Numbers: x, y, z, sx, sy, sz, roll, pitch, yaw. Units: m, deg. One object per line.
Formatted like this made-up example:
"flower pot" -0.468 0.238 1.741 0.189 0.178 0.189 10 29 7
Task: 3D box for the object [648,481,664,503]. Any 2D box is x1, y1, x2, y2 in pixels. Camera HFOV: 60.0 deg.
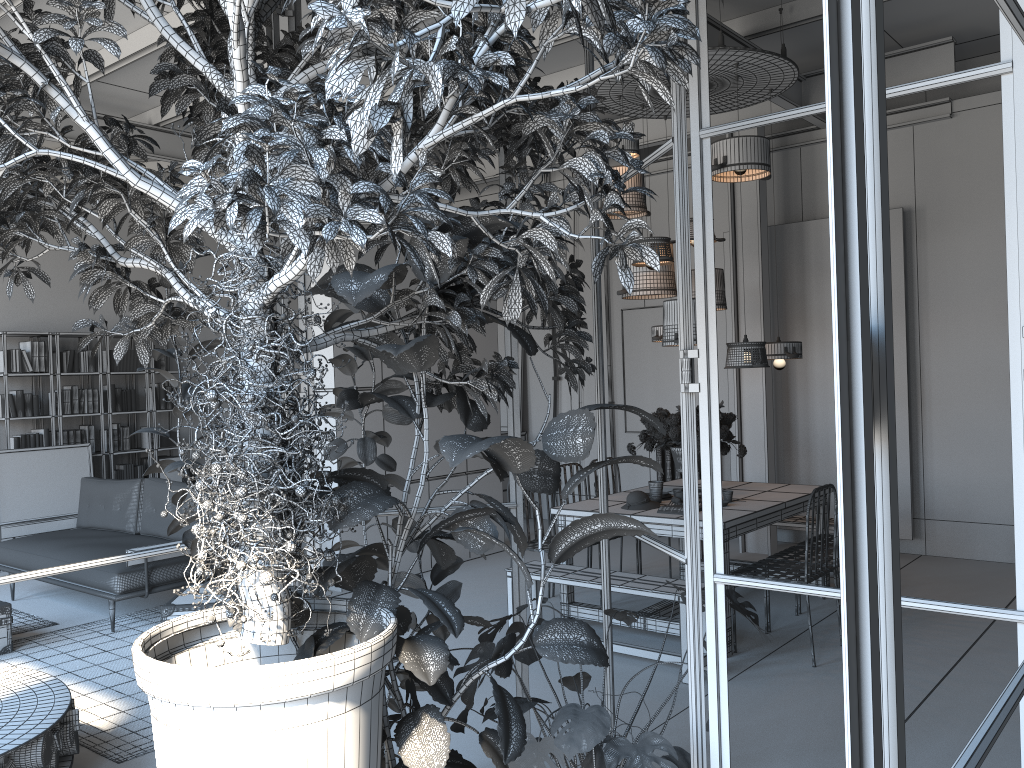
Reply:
"object" 0.958 0.721 5.893 0.102 0.146 0.102 -2 0 4

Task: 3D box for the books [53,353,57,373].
"books" -4.716 -0.209 9.076 0.154 0.213 0.043 -2 1 39

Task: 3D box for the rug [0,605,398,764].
"rug" -2.108 1.691 5.491 2.524 0.007 1.961 -2 1 39

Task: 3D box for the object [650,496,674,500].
"object" 0.993 0.784 6.096 0.236 0.015 0.236 -2 0 12

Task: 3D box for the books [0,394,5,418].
"books" -5.019 0.222 8.726 0.178 0.242 0.057 -2 1 39

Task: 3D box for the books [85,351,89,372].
"books" -4.511 -0.229 9.329 0.180 0.238 0.027 -2 1 39

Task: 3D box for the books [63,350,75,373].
"books" -4.602 -0.229 9.188 0.178 0.244 0.077 -2 1 38

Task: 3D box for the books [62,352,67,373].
"books" -4.653 -0.216 9.154 0.161 0.222 0.039 -2 1 39

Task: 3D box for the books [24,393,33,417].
"books" -4.883 0.216 8.894 0.178 0.242 0.083 -2 1 39

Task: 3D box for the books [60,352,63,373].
"books" -4.671 -0.216 9.131 0.168 0.224 0.019 -2 1 39

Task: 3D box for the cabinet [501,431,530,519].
"cabinet" -0.324 1.084 10.394 0.796 1.026 0.668 -2 1 39

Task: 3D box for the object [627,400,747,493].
"object" 1.243 0.451 6.422 0.782 0.654 0.697 -2 1 41

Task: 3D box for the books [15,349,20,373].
"books" -4.891 -0.223 8.708 0.179 0.231 0.032 -2 1 39

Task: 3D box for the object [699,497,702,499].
"object" 1.292 0.775 6.063 0.182 0.014 0.185 -2 0 23

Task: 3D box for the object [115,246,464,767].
"object" -0.549 0.577 2.924 1.253 2.183 1.309 -2 1 -40

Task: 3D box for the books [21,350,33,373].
"books" -4.834 -0.222 8.777 0.184 0.229 0.107 -2 1 39

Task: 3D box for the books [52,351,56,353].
"books" -4.700 -0.221 9.113 0.173 0.231 0.029 -2 1 39

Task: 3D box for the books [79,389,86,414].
"books" -4.541 0.186 9.276 0.193 0.267 0.084 -2 1 40

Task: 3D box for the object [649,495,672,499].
"object" 0.992 0.778 6.106 0.211 0.024 0.211 -2 0 -32

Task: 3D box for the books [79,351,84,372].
"books" -4.545 -0.223 9.287 0.196 0.229 0.035 -2 1 39

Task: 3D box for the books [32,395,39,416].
"books" -4.833 0.224 8.950 0.164 0.223 0.052 -2 1 39

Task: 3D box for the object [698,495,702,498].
"object" 1.249 0.775 6.136 0.182 0.016 0.179 -2 1 44

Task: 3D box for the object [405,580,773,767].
"object" 0.235 1.143 2.663 0.920 1.001 1.125 -2 0 36

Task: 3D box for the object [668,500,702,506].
"object" 1.146 0.782 5.827 0.213 0.012 0.335 -2 0 16

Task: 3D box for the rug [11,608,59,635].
"rug" -4.833 1.774 6.379 2.524 0.007 1.961 -2 1 39

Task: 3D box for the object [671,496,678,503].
"object" 1.066 0.758 5.799 0.051 0.045 0.045 -2 0 17

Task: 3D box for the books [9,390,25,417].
"books" -4.921 0.199 8.818 0.204 0.278 0.065 -2 1 39

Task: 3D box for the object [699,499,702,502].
"object" 1.199 0.762 5.726 0.021 0.026 0.173 -2 0 23

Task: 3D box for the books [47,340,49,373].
"books" -4.759 -0.274 9.001 0.303 0.326 0.033 -2 1 39

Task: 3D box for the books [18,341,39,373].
"books" -4.851 -0.269 8.895 0.319 0.318 0.068 -2 1 39

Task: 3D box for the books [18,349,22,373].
"books" -4.874 -0.226 8.729 0.186 0.236 0.022 -2 1 39

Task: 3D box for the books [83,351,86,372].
"books" -4.527 -0.226 9.310 0.187 0.232 0.023 -2 1 39

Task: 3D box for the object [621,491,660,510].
"object" 0.824 0.791 5.721 0.260 0.211 0.236 -2 0 -33

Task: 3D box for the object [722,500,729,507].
"object" 1.320 0.768 5.675 0.133 0.029 0.133 -2 0 -3

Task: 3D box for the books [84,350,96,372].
"books" -4.477 -0.236 9.373 0.178 0.242 0.083 -2 1 39

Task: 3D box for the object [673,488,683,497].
"object" 1.110 0.738 5.920 0.071 0.076 0.071 -2 0 36

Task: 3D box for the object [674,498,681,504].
"object" 1.076 0.758 5.750 0.044 0.043 0.043 -2 0 11

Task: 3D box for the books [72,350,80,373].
"books" -4.576 -0.231 9.251 0.178 0.242 0.057 -2 1 39

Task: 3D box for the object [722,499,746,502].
"object" 1.465 0.771 5.872 0.174 0.014 0.021 -2 0 34

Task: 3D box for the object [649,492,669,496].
"object" 1.013 0.766 6.119 0.135 0.029 0.135 -2 0 32

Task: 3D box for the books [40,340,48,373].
"books" -4.772 -0.274 8.967 0.272 0.326 0.027 -2 1 39

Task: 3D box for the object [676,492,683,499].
"object" 1.113 0.745 5.847 0.065 0.064 0.065 -2 0 24

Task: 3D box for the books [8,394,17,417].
"books" -4.962 0.221 8.765 0.178 0.244 0.077 -2 1 40

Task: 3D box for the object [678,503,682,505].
"object" 1.174 0.769 5.764 0.249 0.015 0.024 -2 0 -31

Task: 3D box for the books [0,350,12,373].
"books" -4.945 -0.219 8.655 0.164 0.223 0.052 -2 1 39

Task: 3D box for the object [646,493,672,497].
"object" 0.991 0.772 6.106 0.211 0.024 0.211 -2 0 -8

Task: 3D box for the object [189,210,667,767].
"object" -0.184 0.560 2.379 1.270 2.157 0.868 -2 0 -20

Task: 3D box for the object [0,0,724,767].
"object" -0.651 -0.404 2.257 2.486 4.154 2.243 -2 0 11

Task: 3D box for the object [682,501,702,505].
"object" 1.180 0.766 5.740 0.249 0.017 0.024 -2 1 -41

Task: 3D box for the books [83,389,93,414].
"books" -4.479 0.182 9.319 0.193 0.265 0.062 -2 1 39

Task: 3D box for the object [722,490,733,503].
"object" 1.418 0.741 5.822 0.071 0.076 0.071 -2 0 -4

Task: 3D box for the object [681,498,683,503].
"object" 1.120 0.753 5.781 0.043 0.050 0.044 -2 0 -33

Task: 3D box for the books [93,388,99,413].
"books" -4.448 0.181 9.376 0.193 0.265 0.062 -2 1 39

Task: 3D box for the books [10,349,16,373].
"books" -4.910 -0.222 8.683 0.179 0.231 0.032 -2 1 39

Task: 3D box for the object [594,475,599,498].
"object" 0.978 1.305 9.724 0.206 0.647 0.173 -2 0 -16

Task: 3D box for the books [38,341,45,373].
"books" -4.812 -0.271 8.943 0.317 0.315 0.056 -2 1 39
